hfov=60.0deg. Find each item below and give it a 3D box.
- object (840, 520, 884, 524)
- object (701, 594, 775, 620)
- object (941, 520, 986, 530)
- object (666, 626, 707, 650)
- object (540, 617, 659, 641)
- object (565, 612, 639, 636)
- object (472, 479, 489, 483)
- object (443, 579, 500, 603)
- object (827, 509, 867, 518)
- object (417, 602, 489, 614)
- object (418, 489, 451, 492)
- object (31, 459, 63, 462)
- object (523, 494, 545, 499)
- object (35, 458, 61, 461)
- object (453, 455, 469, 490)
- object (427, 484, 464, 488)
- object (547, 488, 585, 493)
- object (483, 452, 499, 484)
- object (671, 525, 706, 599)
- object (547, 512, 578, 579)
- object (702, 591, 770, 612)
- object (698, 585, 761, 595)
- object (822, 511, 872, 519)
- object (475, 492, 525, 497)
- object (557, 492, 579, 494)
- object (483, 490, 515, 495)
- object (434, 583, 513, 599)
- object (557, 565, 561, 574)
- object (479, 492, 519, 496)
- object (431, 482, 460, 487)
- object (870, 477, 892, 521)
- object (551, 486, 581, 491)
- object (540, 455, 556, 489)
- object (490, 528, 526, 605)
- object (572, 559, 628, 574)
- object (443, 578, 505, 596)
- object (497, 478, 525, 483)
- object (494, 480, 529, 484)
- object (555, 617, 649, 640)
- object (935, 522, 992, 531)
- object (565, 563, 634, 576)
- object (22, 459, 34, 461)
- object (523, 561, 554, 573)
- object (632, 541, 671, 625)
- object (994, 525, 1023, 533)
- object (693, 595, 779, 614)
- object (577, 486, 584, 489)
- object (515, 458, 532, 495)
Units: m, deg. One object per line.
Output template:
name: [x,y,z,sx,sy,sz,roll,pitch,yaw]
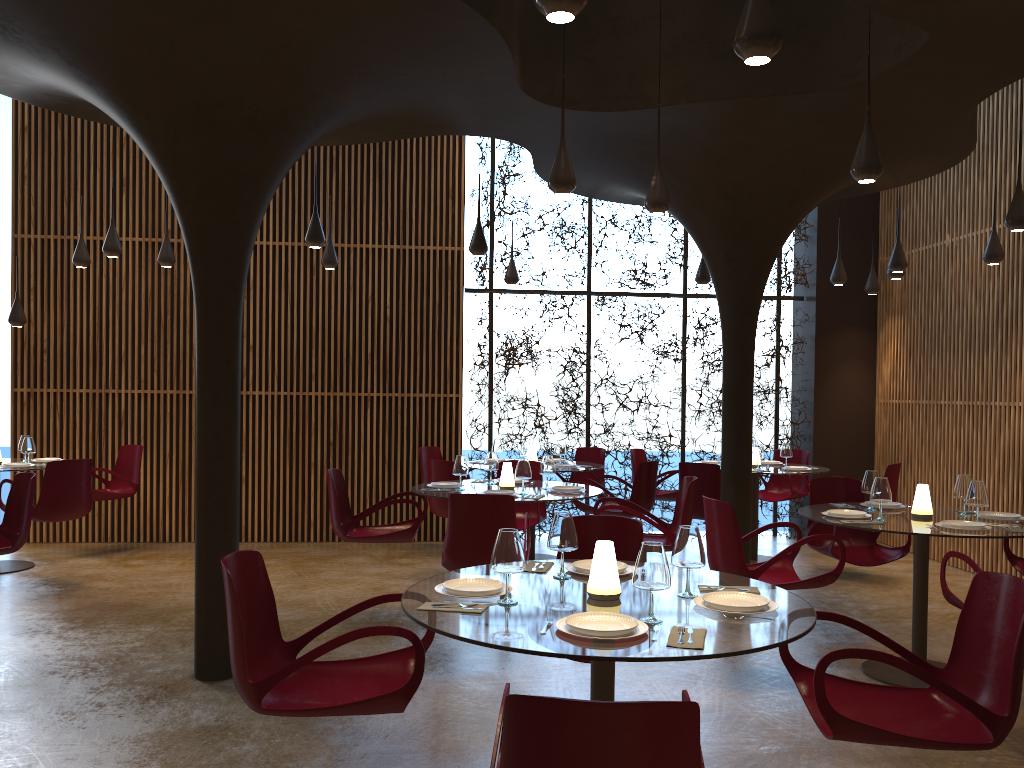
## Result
object: [2.347,0.931,5.958,0.262,0.017,0.126,1,0,0]
object: [0.894,0.883,3.541,0.204,0.012,0.410,1,-1,1]
object: [2.939,0.920,5.776,0.263,0.029,0.263,1,-1,-27]
object: [0.608,0.881,3.077,0.126,0.017,0.262,1,-1,15]
object: [0.317,0.872,3.173,0.410,0.012,0.204,1,-1,11]
object: [0.321,0.862,3.173,0.263,0.029,0.263,1,-1,2]
object: [-0.300,0.918,8.378,0.126,0.017,0.262,1,-1,11]
object: [-0.162,0.871,3.754,0.204,0.012,0.410,1,-1,5]
object: [2.364,0.917,6.259,0.263,0.029,0.263,1,-1,0]
object: [-0.230,0.874,3.455,0.262,0.017,0.126,1,-1,10]
object: [-0.656,0.906,7.542,0.262,0.017,0.126,1,-1,10]
object: [-5.191,0.860,9.917,0.332,0.014,0.332,1,-1,-32]
object: [0.182,0.913,7.165,0.126,0.017,0.262,1,-1,15]
object: [-5.191,0.850,9.917,0.263,0.029,0.263,1,-1,-3]
object: [-0.442,0.765,7.650,0.142,0.295,0.142,1,1,-14]
object: [-0.587,0.902,7.836,0.332,0.014,0.332,1,-1,-13]
object: [0.468,0.914,7.633,0.332,0.014,0.332,1,-1,-23]
object: [-0.193,0.773,8.161,0.142,0.295,0.142,1,1,33]
object: [0.739,0.745,3.716,0.142,0.295,0.142,1,1,27]
object: [0.233,0.741,4.074,0.142,0.295,0.142,1,1,33]
object: [0.894,0.873,3.546,0.263,0.029,0.263,1,-1,-4]
object: [0.940,0.893,3.845,0.262,0.017,0.126,1,-1,5]
object: [2.363,0.927,6.259,0.332,0.014,0.332,1,-1,-16]
object: [-0.109,0.904,7.260,0.410,0.012,0.204,1,-1,11]
object: [0.468,0.915,7.628,0.204,0.012,0.410,1,-1,1]
object: [-0.104,0.893,7.260,0.263,0.029,0.263,1,-1,18]
object: [-0.162,0.870,3.749,0.332,0.014,0.332,1,-1,-16]
object: [0.423,0.883,4.215,0.410,0.012,0.204,1,-1,7]
object: [-0.104,0.903,7.260,0.332,0.014,0.332,1,-1,25]
object: [-0.587,0.892,7.836,0.263,0.029,0.263,1,-1,3]
object: [2.538,0.791,6.101,0.142,0.295,0.142,1,1,-13]
object: [0.468,0.904,7.633,0.263,0.029,0.263,1,-1,-4]
object: [0.313,0.777,7.803,0.142,0.295,0.142,1,1,-18]
object: [-0.016,0.733,3.563,0.142,0.295,0.142,1,1,-14]
object: [0.419,0.872,4.215,0.263,0.029,0.263,1,-1,2]
object: [-0.162,0.860,3.749,0.263,0.029,0.263,1,-1,13]
object: [-0.007,0.904,8.302,0.263,0.029,0.263,1,-1,-5]
object: [-0.007,0.914,8.302,0.332,0.014,0.332,1,-1,21]
object: [0.321,0.871,3.173,0.332,0.014,0.332,0,-1,28]
object: [2.939,0.930,5.776,0.332,0.014,0.332,1,-1,18]
object: [0.418,0.882,4.215,0.332,0.014,0.332,1,-1,21]
object: [-5.427,0.866,10.107,0.126,0.017,0.262,0,-1,35]
object: [0.126,0.886,4.291,0.126,0.017,0.262,1,-1,11]
object: [0.519,0.738,3.296,0.142,0.295,0.142,0,1,-31]
object: [3.238,0.941,5.732,0.126,0.017,0.262,1,-1,5]
object: [0.894,0.882,3.546,0.332,0.014,0.332,1,-1,-23]
object: [0.514,0.925,7.932,0.262,0.017,0.126,1,-1,5]
object: [0.094,0.770,7.383,0.142,0.295,0.142,0,1,-31]
